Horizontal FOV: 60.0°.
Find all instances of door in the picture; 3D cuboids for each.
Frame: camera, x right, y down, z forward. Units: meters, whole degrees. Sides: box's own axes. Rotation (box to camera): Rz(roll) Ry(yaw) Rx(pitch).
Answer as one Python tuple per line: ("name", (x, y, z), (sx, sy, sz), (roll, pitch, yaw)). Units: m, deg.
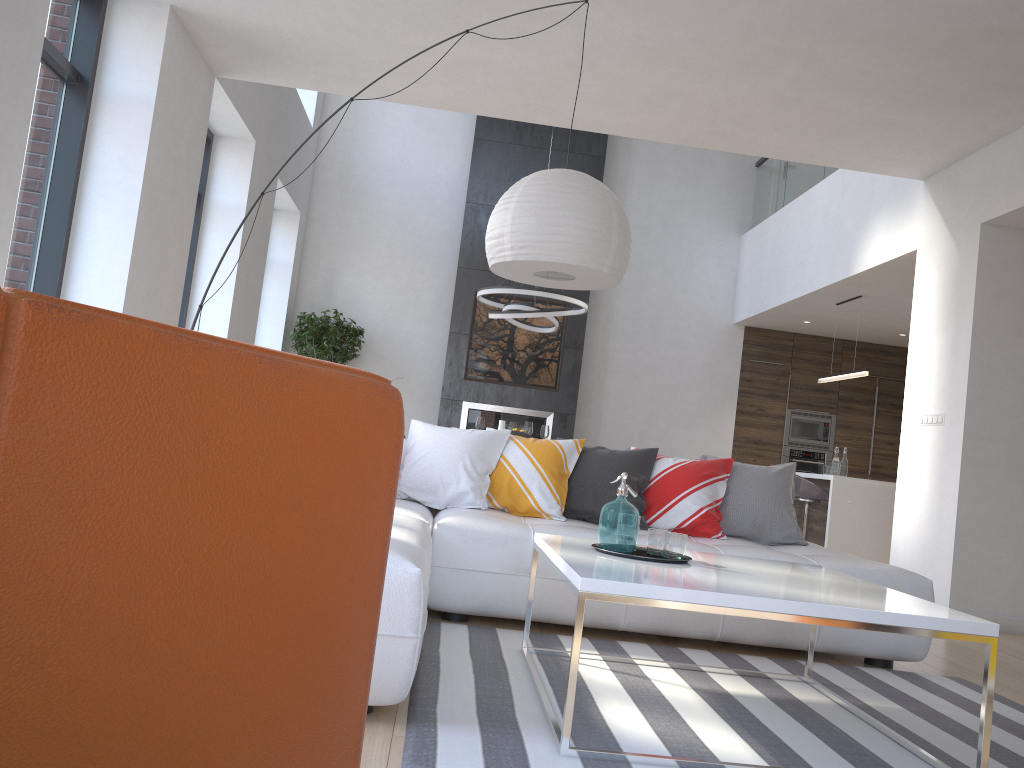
("door", (3.591, -2.493, 10.532), (0.974, 2.136, 0.085), (7, -4, -4))

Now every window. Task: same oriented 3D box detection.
("window", (-2.622, -0.905, 6.530), (0.170, 2.402, 1.310), (7, -4, -4))
("window", (-2.443, -1.054, 4.242), (0.170, 2.402, 1.310), (7, -4, -4))

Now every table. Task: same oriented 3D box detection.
("table", (0.641, 0.798, 2.759), (1.091, 0.435, 1.091), (7, -4, -4))

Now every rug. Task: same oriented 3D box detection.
("rug", (0.836, 1.054, 2.880), (2.326, 0.016, 1.662), (7, -4, -4))

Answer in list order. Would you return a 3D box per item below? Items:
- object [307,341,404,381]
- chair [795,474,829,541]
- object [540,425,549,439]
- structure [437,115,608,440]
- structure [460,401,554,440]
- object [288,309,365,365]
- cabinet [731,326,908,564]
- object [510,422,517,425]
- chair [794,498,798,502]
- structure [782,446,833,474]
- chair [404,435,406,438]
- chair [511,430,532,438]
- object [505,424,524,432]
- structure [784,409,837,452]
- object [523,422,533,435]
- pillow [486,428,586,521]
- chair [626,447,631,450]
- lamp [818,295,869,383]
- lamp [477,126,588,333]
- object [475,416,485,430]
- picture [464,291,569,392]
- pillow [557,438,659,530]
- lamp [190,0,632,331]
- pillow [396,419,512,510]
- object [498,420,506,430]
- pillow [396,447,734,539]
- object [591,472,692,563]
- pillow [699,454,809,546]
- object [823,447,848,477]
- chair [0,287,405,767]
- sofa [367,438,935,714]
("object", (-0.995, 0.121, 5.056), (0.406, 0.744, 0.607), (4, -5, 36))
("chair", (2.482, 1.181, 7.498), (0.434, 0.838, 0.475), (7, -4, -6))
("object", (0.288, 0.479, 7.942), (0.083, 0.220, 0.083), (5, -5, 24))
("structure", (0.203, -1.701, 9.856), (1.500, 6.351, 0.722), (7, -4, -4))
("structure", (-0.069, 0.443, 9.866), (1.010, 0.651, 0.295), (7, -4, -4))
("object", (-2.077, 0.175, 9.506), (0.801, 2.019, 0.813), (7, -4, 0))
("cabinet", (3.784, 0.542, 8.036), (2.402, 2.501, 4.694), (7, -4, -4))
("object", (0.001, 0.459, 8.142), (0.083, 0.220, 0.083), (11, -6, -43))
("chair", (2.433, 1.245, 8.091), (0.434, 0.787, 0.475), (11, -6, -41))
("structure", (3.396, 1.049, 10.500), (0.595, 0.570, 0.495), (7, -4, -4))
("chair", (-0.791, 0.779, 7.813), (0.619, 0.891, 0.655), (7, -4, -2))
("chair", (-0.035, 0.827, 7.217), (0.655, 0.891, 0.619), (7, -4, 3))
("object", (0.032, 0.461, 7.877), (0.278, 0.184, 0.278), (7, -4, 5))
("structure", (3.455, 0.555, 10.555), (0.595, 0.430, 0.459), (7, -4, -4))
("object", (0.134, 0.434, 7.589), (0.083, 0.220, 0.083), (10, -5, -32))
("pillow", (-0.470, 0.349, 3.846), (0.630, 0.440, 2.095), (3, -6, 43))
("chair", (0.727, 0.965, 7.835), (0.619, 0.891, 0.655), (7, -4, -2))
("lamp", (3.091, -0.415, 8.228), (0.020, 0.756, 0.998), (7, -4, -4))
("lamp", (0.425, -2.732, 8.107), (1.000, 4.513, 1.000), (7, -4, -2))
("object", (-0.284, 0.397, 7.777), (0.083, 0.220, 0.083), (11, -6, -43))
("picture", (0.051, -0.472, 9.790), (1.056, 0.990, 0.026), (7, -4, -4))
("pillow", (-0.311, 0.393, 4.394), (2.120, 0.436, 0.608), (8, -4, -8))
("lamp", (-0.972, -0.392, 4.262), (3.199, 2.647, 0.710), (4, -5, 32))
("pillow", (-0.644, 0.290, 3.585), (0.580, 0.456, 2.156), (5, -5, 22))
("object", (-0.161, 0.395, 5.024), (0.316, 0.398, 0.319), (5, -5, 20))
("pillow", (0.009, 0.461, 4.423), (2.250, 0.449, 0.575), (7, -4, -7))
("object", (0.440, 0.432, 2.922), (0.330, 0.265, 0.330), (5, -5, 20))
("pillow", (0.134, 0.421, 4.102), (2.953, 0.453, 0.647), (8, -4, -16))
("object", (2.829, 0.680, 7.831), (0.323, 0.267, 0.148), (10, -5, -39))
("chair", (-0.712, 0.275, 0.706), (0.896, 0.858, 0.843), (5, -5, 28))
("sofa", (0.133, 0.660, 3.596), (3.424, 0.732, 2.614), (7, -4, -4))
